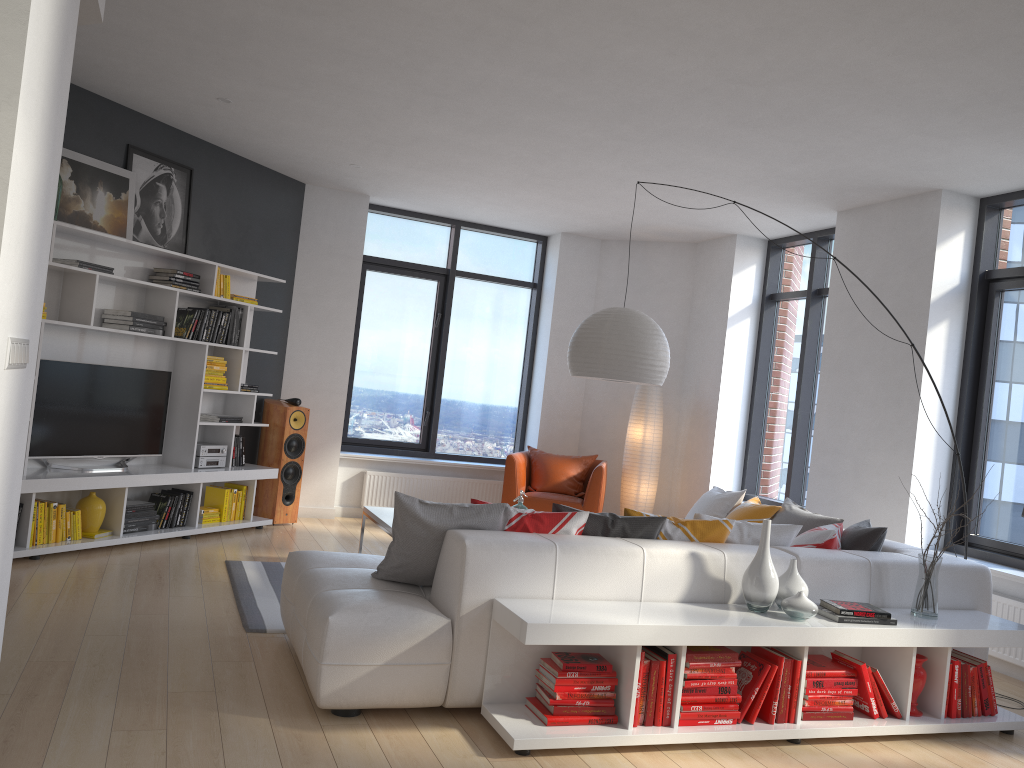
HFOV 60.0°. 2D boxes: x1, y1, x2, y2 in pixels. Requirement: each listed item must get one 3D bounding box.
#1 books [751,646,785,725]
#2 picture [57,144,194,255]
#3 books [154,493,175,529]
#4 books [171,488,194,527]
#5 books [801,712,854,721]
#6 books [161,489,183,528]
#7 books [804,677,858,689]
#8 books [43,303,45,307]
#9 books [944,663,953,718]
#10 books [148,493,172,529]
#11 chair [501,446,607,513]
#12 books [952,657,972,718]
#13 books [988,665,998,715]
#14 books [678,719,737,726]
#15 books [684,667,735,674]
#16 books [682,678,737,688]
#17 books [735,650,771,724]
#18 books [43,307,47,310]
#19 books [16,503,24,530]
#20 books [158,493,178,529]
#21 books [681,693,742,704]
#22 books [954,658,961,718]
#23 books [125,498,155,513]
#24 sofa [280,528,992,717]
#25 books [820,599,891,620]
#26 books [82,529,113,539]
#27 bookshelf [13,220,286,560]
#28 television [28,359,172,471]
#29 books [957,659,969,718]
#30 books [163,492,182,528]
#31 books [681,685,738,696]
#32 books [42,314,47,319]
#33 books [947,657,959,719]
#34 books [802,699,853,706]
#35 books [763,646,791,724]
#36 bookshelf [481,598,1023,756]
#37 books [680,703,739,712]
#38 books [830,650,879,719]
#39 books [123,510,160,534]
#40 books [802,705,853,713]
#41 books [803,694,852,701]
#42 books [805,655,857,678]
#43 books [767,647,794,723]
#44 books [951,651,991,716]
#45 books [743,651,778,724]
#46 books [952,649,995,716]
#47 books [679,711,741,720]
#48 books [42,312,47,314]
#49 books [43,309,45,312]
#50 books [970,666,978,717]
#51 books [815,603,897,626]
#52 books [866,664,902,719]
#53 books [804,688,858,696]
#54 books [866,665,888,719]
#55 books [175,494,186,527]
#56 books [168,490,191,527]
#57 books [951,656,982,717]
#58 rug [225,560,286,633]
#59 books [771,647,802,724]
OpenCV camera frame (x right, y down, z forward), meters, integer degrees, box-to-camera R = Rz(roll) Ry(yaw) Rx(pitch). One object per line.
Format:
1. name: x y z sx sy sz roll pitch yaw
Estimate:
1. books: 1.064 1.266 3.755 0.046 0.282 0.199 7 -1 -21
2. picture: -2.696 -1.321 6.145 0.076 0.707 1.279 6 -1 24
3. books: -2.559 0.918 6.427 0.187 0.234 0.096 6 -1 24
4. books: -2.481 0.916 6.598 0.197 0.260 0.066 6 -1 24
5. books: 1.321 1.419 3.886 0.259 0.034 0.206 7 -1 -18
6. books: -2.522 0.913 6.508 0.192 0.254 0.075 6 -1 23
7. books: 1.338 1.284 3.900 0.279 0.039 0.206 7 -1 -22
8. books: -2.971 -0.498 5.398 0.138 0.026 0.186 6 -1 24
9. books: 1.940 1.383 4.080 0.026 0.250 0.168 7 -1 -21
10. books: -2.568 0.916 6.394 0.182 0.234 0.104 6 -1 24
11. chair: 0.411 1.042 8.152 0.896 0.858 0.843 6 -1 11
12. books: 2.061 1.401 4.130 0.066 0.247 0.175 7 -1 -21
13. books: 2.206 1.426 4.209 0.103 0.230 0.173 7 -1 -21
14. books: 0.752 1.355 3.653 0.274 0.029 0.200 7 -1 -21
15. books: 0.759 1.154 3.662 0.257 0.025 0.182 7 -1 -21
16. books: 0.763 1.203 3.661 0.261 0.027 0.191 7 -1 -25
17. books: 0.963 1.269 3.724 0.144 0.247 0.188 7 -1 -21
18. books: -2.960 -0.477 5.395 0.134 0.014 0.187 6 -1 24
19. books: -3.048 0.833 5.334 0.197 0.260 0.066 6 -1 24
20. books: -2.534 0.921 6.450 0.169 0.233 0.081 6 -1 23
21. books: 0.758 1.272 3.677 0.301 0.032 0.227 7 -1 -21
22. books: 2.001 1.387 4.109 0.056 0.262 0.185 7 -1 -21
23. books: -2.704 0.852 6.203 0.250 0.047 0.310 6 -1 19
24. sofa: 0.411 1.063 5.117 3.424 0.732 2.614 7 -1 -21
25. books: 1.515 0.997 3.923 0.238 0.027 0.188 7 -1 -8
26. books: -2.824 0.981 5.874 0.270 0.029 0.204 6 -1 9
27. bookshelf: -2.671 0.063 6.023 0.455 2.052 3.000 6 -1 24
28. television: -2.793 0.225 6.058 0.207 0.704 1.102 6 -1 24
29. books: 2.031 1.395 4.130 0.076 0.252 0.199 7 -1 -21
30. books: -2.508 0.921 6.477 0.172 0.242 0.069 6 -1 25
31. books: 0.756 1.236 3.677 0.279 0.039 0.206 7 -1 -20
32. books: -2.967 -0.425 5.393 0.147 0.033 0.190 6 -1 24
33. books: 1.972 1.378 4.100 0.050 0.268 0.198 7 -1 -21
34. books: 1.329 1.365 3.886 0.257 0.025 0.182 7 -1 -21
35. books: 1.093 1.274 3.784 0.038 0.270 0.215 7 -1 -21
36. bookshelf: 1.169 1.247 3.822 2.600 0.500 0.356 7 -1 -21
37. books: 0.765 1.300 3.642 0.266 0.026 0.187 7 -1 -22
38. books: 1.525 1.336 3.948 0.134 0.248 0.192 7 -1 -21
39. books: -2.692 0.946 6.198 0.277 0.137 0.343 6 -1 19
40. books: 1.318 1.389 3.875 0.266 0.026 0.187 7 -1 -15
41. books: 1.332 1.342 3.878 0.236 0.023 0.178 7 -1 -21
42. books: 1.327 1.247 3.921 0.301 0.032 0.227 7 -1 -21
43. books: 1.124 1.281 3.786 0.028 0.266 0.188 7 -1 -21
44. books: 2.147 1.410 4.181 0.119 0.249 0.187 7 -1 -21
45. books: 1.004 1.274 3.732 0.115 0.245 0.192 7 -1 -21
46. books: 2.177 1.410 4.196 0.116 0.255 0.198 7 -1 -21
47. books: 0.764 1.327 3.639 0.282 0.030 0.188 7 -1 -20
48. books: -2.968 -0.448 5.396 0.148 0.011 0.196 6 -1 24
49. books: -2.951 -0.460 5.383 0.113 0.018 0.169 6 -1 25
50. books: 2.091 1.412 4.148 0.081 0.230 0.165 7 -1 -21
51. books: 1.504 1.022 3.946 0.300 0.026 0.245 7 -1 -16
52. books: 1.621 1.362 3.979 0.186 0.223 0.188 7 -1 -21
53. books: 1.342 1.317 3.886 0.261 0.027 0.191 7 -1 -17
54. books: 1.570 1.350 3.959 0.148 0.232 0.171 7 -1 -19
55. books: -2.506 0.922 6.530 0.179 0.243 0.068 6 -1 23
56. books: -2.495 0.919 6.566 0.191 0.249 0.084 6 -1 24
57. books: 2.112 1.413 4.160 0.083 0.233 0.178 7 -1 -21
58. rug: -0.539 1.323 5.555 2.326 0.016 1.662 7 -1 -21
59. books: 1.155 1.282 3.782 0.028 0.269 0.181 7 -1 -21
